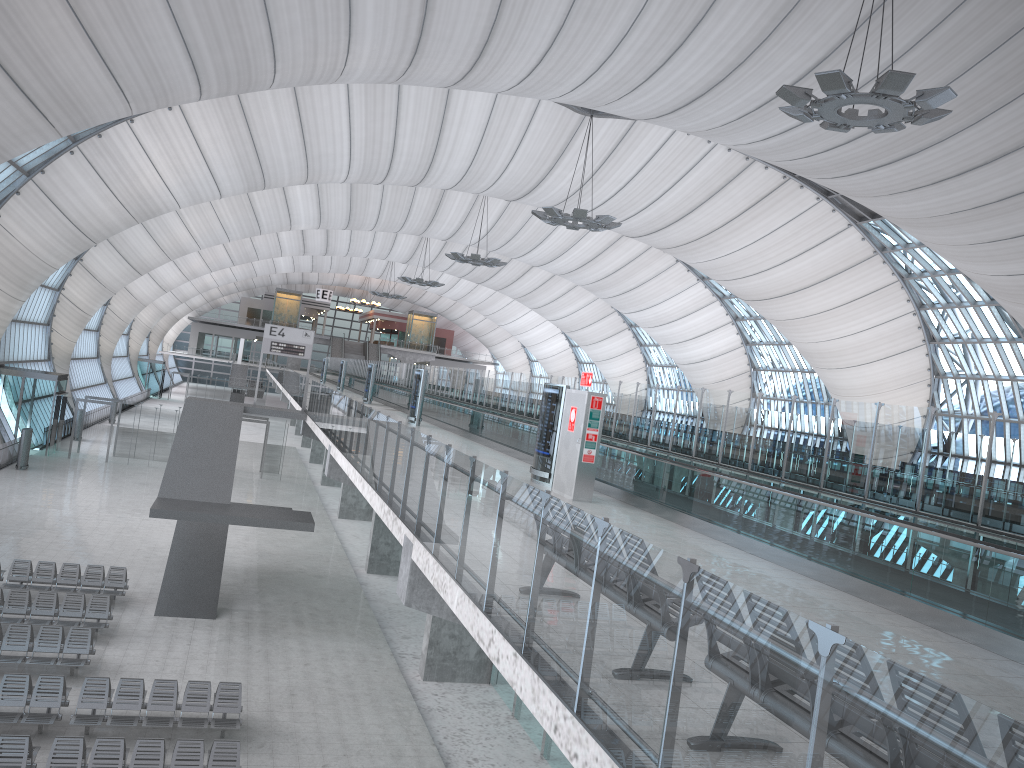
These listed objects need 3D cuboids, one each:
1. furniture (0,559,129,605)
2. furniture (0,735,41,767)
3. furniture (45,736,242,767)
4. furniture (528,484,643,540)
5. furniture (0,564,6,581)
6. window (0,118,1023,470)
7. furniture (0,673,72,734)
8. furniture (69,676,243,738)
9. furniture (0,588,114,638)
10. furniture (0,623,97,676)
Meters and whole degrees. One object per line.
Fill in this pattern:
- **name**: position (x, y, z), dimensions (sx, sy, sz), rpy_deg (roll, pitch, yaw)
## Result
- **furniture**: position (-10.866, 4.848, 21.712), dimensions (2.705, 0.913, 1.572), rpy_deg (8, 0, -17)
- **furniture**: position (-8.020, 5.215, 12.068), dimensions (2.705, 0.913, 1.572), rpy_deg (8, 0, -17)
- **furniture**: position (-5.321, 5.607, 12.879), dimensions (2.705, 0.913, 1.572), rpy_deg (8, 0, -17)
- **furniture**: position (0.725, 1.389, 6.575), dimensions (0.713, 0.902, 2.520), rpy_deg (8, 0, -17)
- **furniture**: position (-13.565, 4.456, 20.901), dimensions (2.705, 0.913, 1.572), rpy_deg (8, 0, -17)
- **window**: position (-8.254, -4.055, 74.422), dimensions (50.537, 20.004, 167.818), rpy_deg (8, 0, -17)
- **furniture**: position (-8.699, 5.127, 14.369), dimensions (2.705, 0.913, 1.572), rpy_deg (8, 0, -17)
- **furniture**: position (-6.000, 5.520, 15.181), dimensions (2.705, 0.913, 1.572), rpy_deg (8, 0, -17)
- **furniture**: position (-10.119, 4.944, 19.181), dimensions (2.705, 0.913, 1.572), rpy_deg (8, 0, -17)
- **furniture**: position (-9.455, 5.030, 16.929), dimensions (2.705, 0.913, 1.572), rpy_deg (8, 0, -17)
